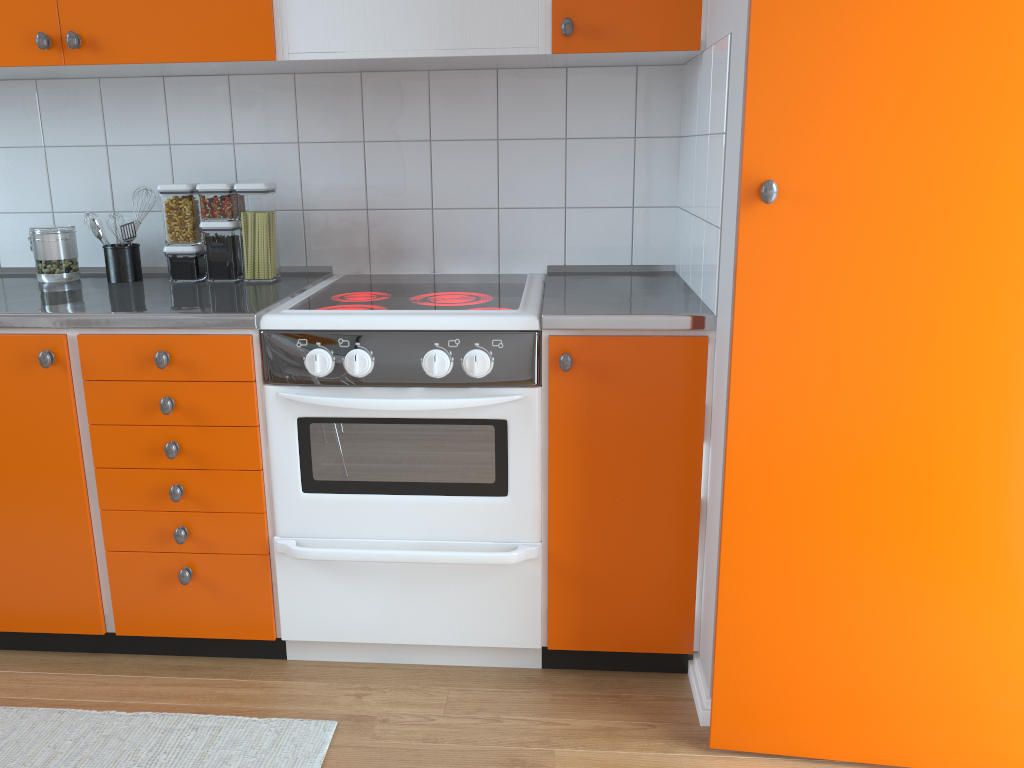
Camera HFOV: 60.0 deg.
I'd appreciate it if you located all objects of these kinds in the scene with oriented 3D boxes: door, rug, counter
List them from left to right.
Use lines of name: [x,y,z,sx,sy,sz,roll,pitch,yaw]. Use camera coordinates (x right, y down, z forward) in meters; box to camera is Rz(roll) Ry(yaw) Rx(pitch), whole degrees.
rug: [-1.223,0.811,1.674,1.684,0.009,0.677,0,15,5]
counter: [-1.112,-0.200,2.309,3.125,0.132,0.678,0,15,5]
door: [1.093,-0.160,1.223,0.679,2.050,1.419,-11,18,-36]

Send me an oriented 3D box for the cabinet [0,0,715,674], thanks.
cabinet: [-1.114,-0.539,2.204,3.126,2.342,0.702,1,14,5]

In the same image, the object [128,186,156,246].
object: [-1.048,-0.422,2.478,0.064,0.250,0.184,1,15,5]

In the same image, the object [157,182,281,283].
object: [-0.785,-0.410,2.397,0.303,0.260,0.094,1,14,5]

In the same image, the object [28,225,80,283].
object: [-1.266,-0.361,2.461,0.119,0.150,0.116,11,18,37]

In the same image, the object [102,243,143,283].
object: [-1.071,-0.331,2.444,0.095,0.104,0.097,-4,15,-14]

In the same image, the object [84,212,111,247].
object: [-1.112,-0.379,2.441,0.106,0.190,0.045,-10,17,-32]

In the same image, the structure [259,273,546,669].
structure: [-0.227,0.187,2.304,0.622,0.862,0.730,0,15,4]

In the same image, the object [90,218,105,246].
object: [-1.107,-0.365,2.416,0.053,0.176,0.087,3,15,12]

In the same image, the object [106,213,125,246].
object: [-1.053,-0.393,2.376,0.044,0.131,0.076,-1,15,-4]

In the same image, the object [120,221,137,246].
object: [-1.034,-0.363,2.415,0.034,0.164,0.118,-4,15,-15]
